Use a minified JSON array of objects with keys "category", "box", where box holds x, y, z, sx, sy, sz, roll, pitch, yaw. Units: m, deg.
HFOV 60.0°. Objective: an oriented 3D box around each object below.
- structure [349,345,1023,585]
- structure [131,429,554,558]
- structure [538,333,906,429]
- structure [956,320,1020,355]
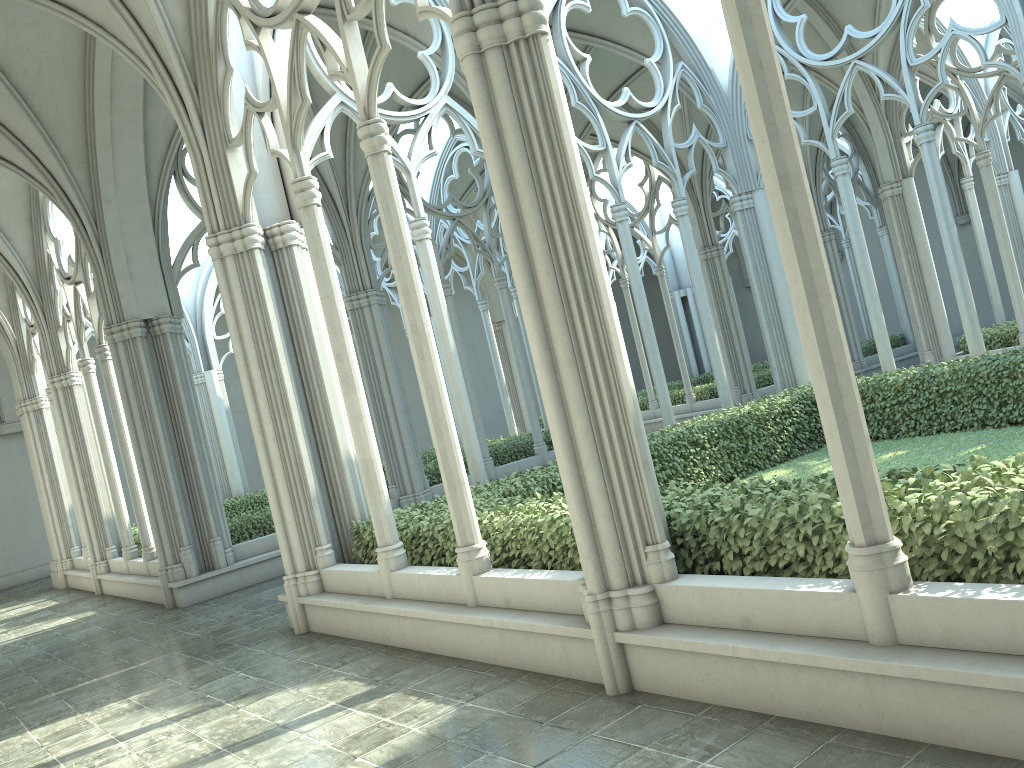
[{"category":"structure","box":[3.793,0.548,8.250,8.018,0.963,7.995,-13,-1,-37]},{"category":"structure","box":[-3.901,2.479,18.645,8.018,0.963,7.995,-13,-1,-37]},{"category":"structure","box":[6.223,0.172,26.575,8.018,0.963,7.995,-13,-1,-37]},{"category":"structure","box":[13.923,-1.761,16.171,8.018,0.963,7.995,-13,-1,-37]}]
